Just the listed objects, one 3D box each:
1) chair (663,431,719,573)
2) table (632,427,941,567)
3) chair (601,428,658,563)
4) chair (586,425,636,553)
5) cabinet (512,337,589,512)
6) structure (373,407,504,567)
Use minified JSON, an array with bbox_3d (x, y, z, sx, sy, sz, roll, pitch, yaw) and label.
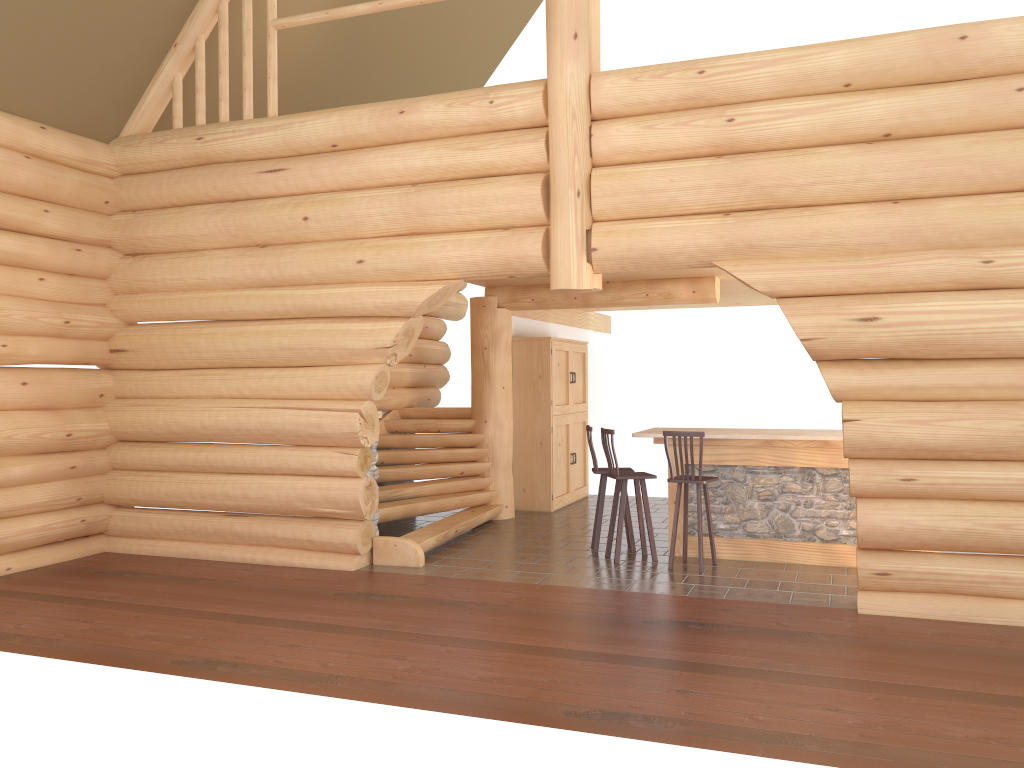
[{"bbox_3d":[1.727,1.102,8.527,0.406,1.319,0.504,0,0,31],"label":"chair"},{"bbox_3d":[2.945,1.123,9.076,3.220,1.257,1.196,0,0,21],"label":"table"},{"bbox_3d":[1.169,1.105,8.927,0.504,1.319,0.406,0,0,-11],"label":"chair"},{"bbox_3d":[1.046,1.104,9.433,0.504,1.319,0.406,0,0,1],"label":"chair"},{"bbox_3d":[0.612,0.551,13.108,0.670,2.403,1.847,0,0,21],"label":"cabinet"},{"bbox_3d":[-1.369,0.961,10.590,1.951,1.643,3.604,0,0,15],"label":"structure"}]
